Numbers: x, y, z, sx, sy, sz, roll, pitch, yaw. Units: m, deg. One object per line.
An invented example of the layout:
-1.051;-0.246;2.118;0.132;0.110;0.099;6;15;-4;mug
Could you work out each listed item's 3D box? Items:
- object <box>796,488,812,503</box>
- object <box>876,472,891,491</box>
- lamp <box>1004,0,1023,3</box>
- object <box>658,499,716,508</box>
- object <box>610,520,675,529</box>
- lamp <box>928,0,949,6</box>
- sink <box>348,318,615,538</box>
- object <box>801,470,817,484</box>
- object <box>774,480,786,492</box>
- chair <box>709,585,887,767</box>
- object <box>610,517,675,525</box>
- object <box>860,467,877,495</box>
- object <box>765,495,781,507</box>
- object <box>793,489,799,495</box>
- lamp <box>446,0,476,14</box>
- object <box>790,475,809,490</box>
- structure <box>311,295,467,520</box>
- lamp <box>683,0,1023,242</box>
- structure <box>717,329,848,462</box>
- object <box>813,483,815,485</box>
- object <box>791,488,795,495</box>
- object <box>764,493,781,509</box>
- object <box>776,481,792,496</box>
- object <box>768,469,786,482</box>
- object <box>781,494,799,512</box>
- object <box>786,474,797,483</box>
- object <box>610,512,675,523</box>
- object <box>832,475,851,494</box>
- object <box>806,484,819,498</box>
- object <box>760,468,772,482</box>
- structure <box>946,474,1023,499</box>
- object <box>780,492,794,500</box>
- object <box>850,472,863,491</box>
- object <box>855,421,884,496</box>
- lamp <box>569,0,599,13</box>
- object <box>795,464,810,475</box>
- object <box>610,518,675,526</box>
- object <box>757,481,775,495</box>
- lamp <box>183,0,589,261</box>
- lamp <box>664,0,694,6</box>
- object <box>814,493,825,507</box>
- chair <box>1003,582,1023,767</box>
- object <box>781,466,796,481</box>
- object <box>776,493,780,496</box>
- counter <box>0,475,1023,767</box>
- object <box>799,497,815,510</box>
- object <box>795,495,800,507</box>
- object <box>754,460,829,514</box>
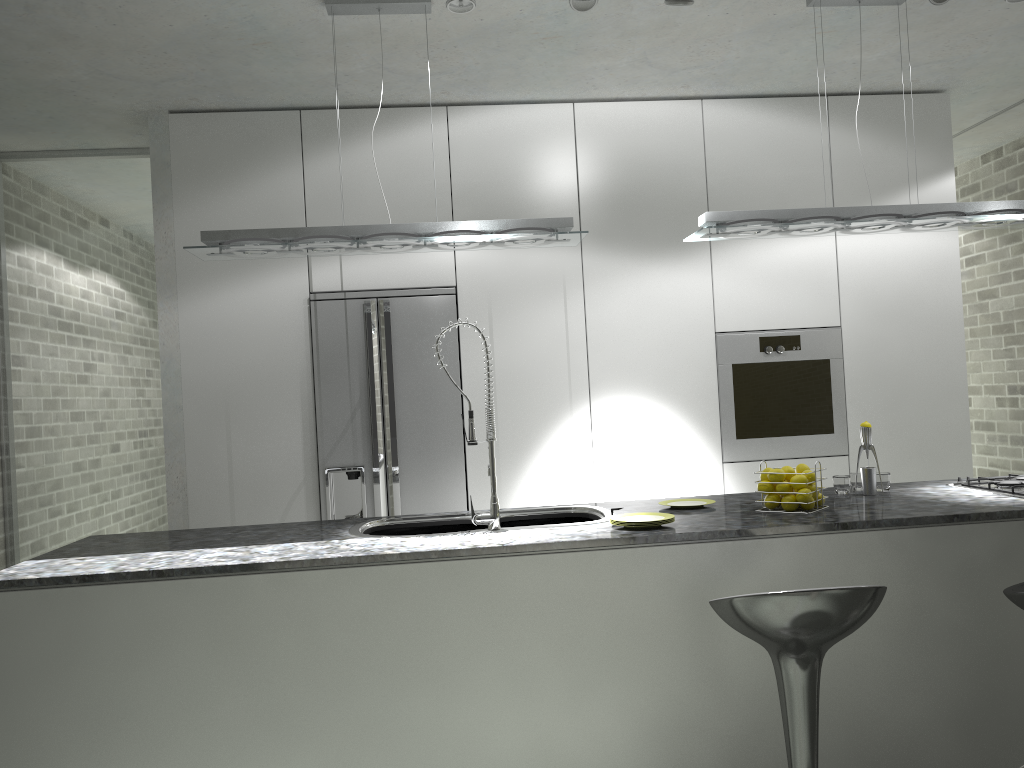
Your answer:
1.015;0.390;3.082;0.061;0.054;0.052;-3;-1;-38;object
1.485;0.393;3.556;0.064;0.070;0.063;-3;-1;3;object
1.933;-1.535;3.377;0.109;0.135;0.109;-4;-1;43;lamp
0.672;0.462;3.406;0.216;0.017;0.217;-3;-1;21;object
0.438;0.469;2.979;0.216;0.017;0.217;-4;-1;28;object
1.607;-1.509;3.332;0.131;0.154;0.098;-3;-1;-5;lamp
-0.123;0.283;3.305;0.987;1.023;0.546;-3;-1;-5;sink
1.052;0.331;3.144;0.051;0.053;0.063;-3;-1;-2;object
0.961;0.366;3.190;0.064;0.053;0.051;-3;-1;-12;object
0.782;0.965;2.377;0.457;0.931;0.464;-3;-1;9;chair
0.438;0.459;2.979;0.216;0.017;0.217;-4;-1;28;object
1.390;0.378;3.452;0.060;0.106;0.060;-3;-1;-11;object
0.946;0.422;3.208;0.061;0.053;0.053;-4;-1;28;object
1.028;0.379;3.150;0.051;0.053;0.062;-3;-1;-7;object
-0.187;-1.422;3.194;0.109;0.136;0.109;-4;-1;37;lamp
1.006;0.344;3.109;0.061;0.052;0.053;-3;-1;-2;object
-0.616;0.507;4.617;0.743;1.900;0.160;-3;-1;-5;structure
1.436;-1.109;3.596;1.490;0.964;0.290;-3;-1;-5;lamp
1.462;0.059;4.774;0.692;0.680;0.036;-3;-1;-5;structure
1.070;0.366;3.195;0.053;0.054;0.061;-4;-1;31;object
1.025;0.398;3.239;0.052;0.053;0.062;-3;-1;22;object
0.926;0.416;3.154;0.060;0.057;0.052;-3;-1;-13;object
0.960;0.369;3.134;0.062;0.053;0.052;-2;-1;-43;object
0.938;0.325;3.141;0.063;0.051;0.053;-4;-1;33;object
0.979;0.419;3.124;0.064;0.063;0.074;-3;-1;6;object
1.018;0.350;3.206;0.055;0.051;0.061;-3;-1;-20;object
0.437;0.454;2.979;0.216;0.017;0.217;-4;-1;28;object
1.317;0.402;3.537;0.063;0.070;0.064;-4;-1;33;object
1.056;0.381;3.138;0.061;0.055;0.051;-3;-1;-36;object
0.922;0.331;3.192;0.052;0.060;0.057;-3;-1;-27;object
2.024;0.377;3.367;0.500;0.038;0.500;-3;-1;-5;structure
0.987;0.413;3.166;0.057;0.060;0.052;-3;-1;-9;object
1.418;0.397;3.620;0.063;0.070;0.064;-4;-1;33;object
1.391;0.288;3.467;0.101;0.288;0.088;-4;-1;25;object
0.258;-1.438;3.224;0.115;0.151;0.115;-4;-1;38;lamp
1.054;0.318;3.211;0.050;0.060;0.059;-3;-1;-15;object
0.438;0.464;2.979;0.216;0.017;0.217;-4;-1;28;object
0.908;0.370;3.167;0.063;0.051;0.053;-4;-1;44;object
-0.490;-1.007;3.432;1.490;0.964;0.290;-3;-1;-5;lamp
0.617;-1.457;3.276;0.115;0.151;0.115;-4;-1;38;lamp
1.095;0.415;3.181;0.053;0.052;0.062;-3;-1;25;object
1.600;0.921;2.412;0.457;0.931;0.464;-3;-1;-24;chair
0.987;0.320;3.174;0.051;0.053;0.063;-3;-1;-13;object
0.979;0.420;3.258;0.053;0.053;0.061;-4;-1;30;object
0.585;0.953;3.239;4.400;0.960;0.900;-3;-1;-5;counter
1.037;0.417;3.117;0.051;0.053;0.063;-3;-1;-7;object
1.038;0.420;3.198;0.050;0.055;0.061;-4;-1;31;object
1.000;0.362;3.176;0.207;0.174;0.189;-4;-1;40;object
